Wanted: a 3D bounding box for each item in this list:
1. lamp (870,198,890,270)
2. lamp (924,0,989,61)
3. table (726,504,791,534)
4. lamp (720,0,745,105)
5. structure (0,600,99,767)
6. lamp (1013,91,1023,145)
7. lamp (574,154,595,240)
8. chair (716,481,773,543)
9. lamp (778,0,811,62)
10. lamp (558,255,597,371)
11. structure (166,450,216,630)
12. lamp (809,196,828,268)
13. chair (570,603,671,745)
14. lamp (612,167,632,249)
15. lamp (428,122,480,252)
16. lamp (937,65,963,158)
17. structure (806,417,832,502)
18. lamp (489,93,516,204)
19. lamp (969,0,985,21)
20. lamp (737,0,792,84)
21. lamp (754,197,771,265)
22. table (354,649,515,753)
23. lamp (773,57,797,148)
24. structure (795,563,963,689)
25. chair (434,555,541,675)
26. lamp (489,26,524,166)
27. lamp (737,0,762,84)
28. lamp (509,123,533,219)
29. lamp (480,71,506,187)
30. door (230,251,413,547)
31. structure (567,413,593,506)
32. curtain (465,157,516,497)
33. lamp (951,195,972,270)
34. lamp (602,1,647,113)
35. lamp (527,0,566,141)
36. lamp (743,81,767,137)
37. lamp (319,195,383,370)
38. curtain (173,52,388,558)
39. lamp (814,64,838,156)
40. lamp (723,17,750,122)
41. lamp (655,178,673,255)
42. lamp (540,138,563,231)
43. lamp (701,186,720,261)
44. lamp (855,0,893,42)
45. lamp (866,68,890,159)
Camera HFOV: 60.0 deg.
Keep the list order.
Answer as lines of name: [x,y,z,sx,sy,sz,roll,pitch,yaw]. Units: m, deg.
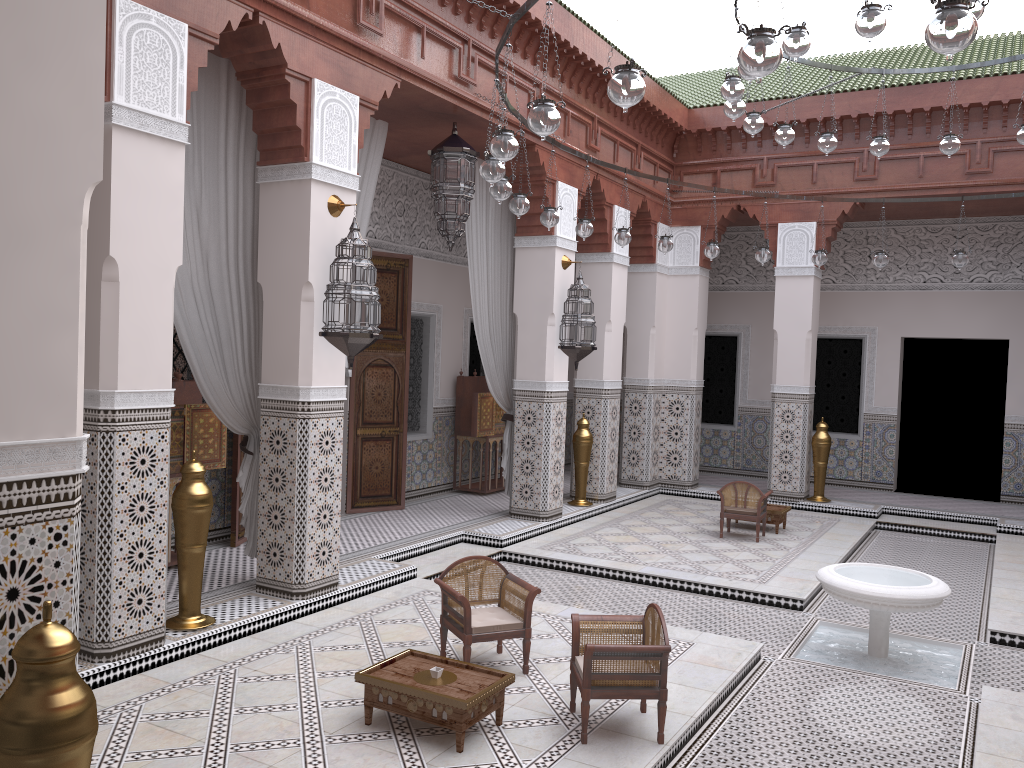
lamp: [1.914,-0.776,4.594,0.091,0.371,0.090,1,2,-36]
lamp: [0.722,-0.712,1.434,0.090,0.371,0.091,4,3,44]
table: [1.382,0.746,5.009,0.330,0.142,0.229,3,2,29]
lamp: [0.737,-1.123,2.974,0.090,0.371,0.091,1,2,-36]
structure: [-0.598,0.544,1.133,0.156,0.539,0.156,2,2,-10]
lamp: [2.000,-1.092,3.406,0.090,0.371,0.091,2,2,-16]
lamp: [0.313,-0.809,3.852,0.090,0.371,0.091,2,2,-6]
chair: [1.239,0.664,4.737,0.263,0.313,0.208,3,2,25]
lamp: [0.809,-1.105,2.518,0.091,0.371,0.090,2,2,9]
lamp: [0.351,-0.380,4.678,0.217,0.618,0.216,3,2,29]
structure: [-0.995,0.474,2.754,0.156,0.539,0.156,2,2,1]
lamp: [1.605,-0.788,4.619,0.090,0.371,0.091,4,3,44]
chair: [0.266,0.713,2.239,0.208,0.313,0.263,2,2,-5]
lamp: [0.510,-0.810,4.094,0.090,0.371,0.091,2,2,4]
lamp: [-0.264,-0.877,3.951,0.220,0.571,0.221,3,2,29]
lamp: [1.791,-1.106,3.613,0.091,0.371,0.090,1,2,-21]
structure: [1.995,0.482,5.730,0.156,0.539,0.156,2,2,-10]
lamp: [-0.042,-0.793,2.995,0.090,0.371,0.091,1,2,-26]
lamp: [1.149,-1.083,2.237,0.091,0.371,0.090,3,2,34]
lamp: [0.453,-0.727,1.585,0.090,0.371,0.091,4,3,44]
lamp: [1.297,-0.798,4.575,0.090,0.371,0.091,3,2,29]
table: [-0.193,0.783,2.217,0.330,0.142,0.229,3,2,29]
lamp: [1.091,-1.130,3.551,0.090,0.371,0.091,2,2,4]
structure: [1.294,0.819,3.091,0.501,0.310,0.528,3,2,29]
chair: [-0.079,0.687,2.636,0.263,0.313,0.208,1,2,-25]
lamp: [-0.025,-0.771,2.370,0.091,0.371,0.090,3,2,34]
lamp: [0.736,-1.115,2.741,0.091,0.371,0.090,3,2,34]
lamp: [0.025,-0.801,3.301,0.090,0.371,0.091,2,2,-16]
lamp: [-0.062,-0.783,2.680,0.091,0.371,0.090,4,3,44]
door: [-1.049,-0.041,4.442,0.419,1.461,1.244,3,2,29]
structure: [0.415,0.441,5.253,0.156,0.539,0.156,3,2,35]
curtain: [0.032,-0.251,4.864,0.048,1.761,1.304,3,2,29]
lamp: [2.264,-0.758,4.457,0.091,0.371,0.090,3,2,14]
lamp: [0.233,-0.743,1.812,0.091,0.371,0.090,2,2,9]
lamp: [0.072,-0.758,2.077,0.091,0.371,0.090,3,2,24]
lamp: [0.923,-1.131,3.397,0.090,0.371,0.091,2,2,-1]
lamp: [-0.551,-0.358,3.078,0.217,0.618,0.216,3,2,29]
curtain: [-0.897,-0.231,3.254,0.048,1.761,1.304,3,2,29]
lamp: [1.300,-1.126,3.655,0.090,0.371,0.091,3,2,24]
lamp: [0.796,-1.128,3.185,0.090,0.371,0.091,1,2,-21]
lamp: [0.742,-0.808,4.297,0.090,0.371,0.091,3,2,14]
lamp: [0.149,-0.806,3.581,0.090,0.371,0.091,1,2,-26]
lamp: [1.007,-0.804,4.462,0.090,0.371,0.091,3,2,29]
lamp: [0.949,-1.094,2.352,0.090,0.371,0.091,1,2,-36]
lamp: [1.529,-1.118,3.683,0.090,0.371,0.091,4,3,44]
